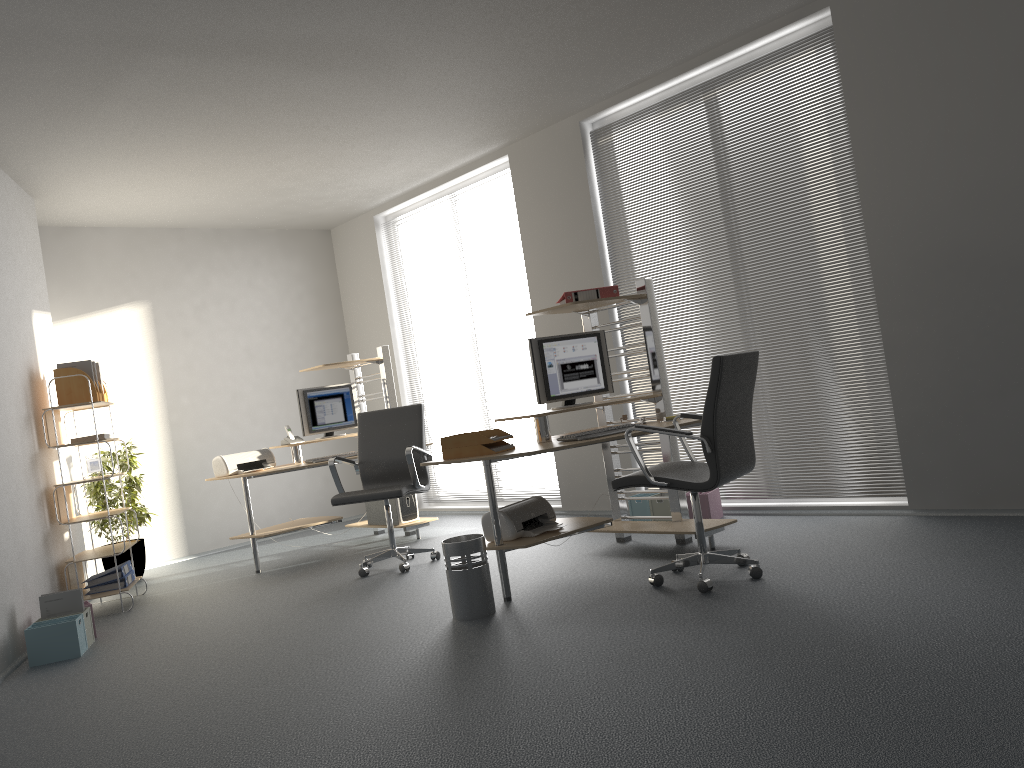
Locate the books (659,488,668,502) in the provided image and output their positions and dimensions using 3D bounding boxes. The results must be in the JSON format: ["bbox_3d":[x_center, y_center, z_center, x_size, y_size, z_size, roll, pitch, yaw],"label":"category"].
[{"bbox_3d":[1.081,0.766,5.974,0.220,0.306,0.068,-8,-1,-42],"label":"books"}]

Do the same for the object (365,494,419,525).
[{"bbox_3d":[-0.977,0.905,7.127,0.199,0.422,0.471,-8,-1,-42],"label":"object"}]

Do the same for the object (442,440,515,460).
[{"bbox_3d":[-0.173,0.336,4.603,0.309,0.060,0.225,-9,-1,27],"label":"object"}]

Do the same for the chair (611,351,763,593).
[{"bbox_3d":[0.871,0.414,4.261,0.652,1.048,0.584,-9,-1,34],"label":"chair"}]

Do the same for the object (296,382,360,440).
[{"bbox_3d":[-1.498,0.226,7.231,0.516,0.418,0.245,-8,-1,-27],"label":"object"}]

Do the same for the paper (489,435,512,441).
[{"bbox_3d":[-0.178,0.296,4.603,0.297,0.010,0.210,-9,-1,27],"label":"paper"}]

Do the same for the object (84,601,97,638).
[{"bbox_3d":[-2.536,1.381,5.077,0.245,0.202,0.185,-8,-1,-33],"label":"object"}]

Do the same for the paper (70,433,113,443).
[{"bbox_3d":[-2.891,0.379,6.109,0.213,0.046,0.297,-9,-1,-15],"label":"paper"}]

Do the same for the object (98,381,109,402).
[{"bbox_3d":[-2.977,0.029,6.195,0.243,0.259,0.113,-9,-1,-11],"label":"object"}]

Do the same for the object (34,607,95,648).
[{"bbox_3d":[-2.451,1.366,4.867,0.245,0.202,0.185,-9,-1,-15],"label":"object"}]

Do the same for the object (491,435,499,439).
[{"bbox_3d":[-0.090,0.274,4.555,0.008,0.009,0.159,-9,-1,12],"label":"object"}]

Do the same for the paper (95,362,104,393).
[{"bbox_3d":[-2.985,0.010,6.215,0.213,0.297,0.045,-9,-1,-11],"label":"paper"}]

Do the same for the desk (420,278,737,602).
[{"bbox_3d":[0.358,0.236,4.757,1.469,1.566,0.967,-8,-1,-42],"label":"desk"}]

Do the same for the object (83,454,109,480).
[{"bbox_3d":[-2.829,0.556,6.009,0.077,0.161,0.192,-9,-1,4],"label":"object"}]

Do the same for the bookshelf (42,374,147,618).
[{"bbox_3d":[-2.825,0.738,6.009,0.381,1.572,0.724,-9,-1,-14],"label":"bookshelf"}]

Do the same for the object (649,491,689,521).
[{"bbox_3d":[1.082,0.837,5.984,0.245,0.202,0.185,-8,-1,-42],"label":"object"}]

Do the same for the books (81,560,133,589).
[{"bbox_3d":[-2.734,1.285,5.992,0.263,0.100,0.320,-9,-1,-14],"label":"books"}]

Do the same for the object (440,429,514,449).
[{"bbox_3d":[-0.181,0.280,4.603,0.309,0.060,0.225,-9,-1,27],"label":"object"}]

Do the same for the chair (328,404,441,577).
[{"bbox_3d":[-0.843,0.694,5.896,0.584,1.048,0.652,-9,-1,14],"label":"chair"}]

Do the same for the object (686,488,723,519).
[{"bbox_3d":[1.251,0.810,5.835,0.185,0.202,0.245,-9,-1,30],"label":"object"}]

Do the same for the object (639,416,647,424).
[{"bbox_3d":[0.757,0.208,5.135,0.022,0.042,0.134,-9,-1,0],"label":"object"}]

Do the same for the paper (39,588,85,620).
[{"bbox_3d":[-2.465,1.297,4.882,0.220,0.306,0.068,-9,-1,-15],"label":"paper"}]

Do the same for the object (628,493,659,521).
[{"bbox_3d":[0.961,0.857,6.122,0.245,0.202,0.185,-8,-1,-42],"label":"object"}]

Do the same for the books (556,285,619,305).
[{"bbox_3d":[0.440,-0.509,5.225,0.320,0.072,0.262,-9,-1,-10],"label":"books"}]

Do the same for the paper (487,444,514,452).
[{"bbox_3d":[-0.170,0.348,4.602,0.297,0.019,0.210,-9,-1,27],"label":"paper"}]

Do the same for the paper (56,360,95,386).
[{"bbox_3d":[-2.929,-0.001,5.973,0.213,0.297,0.045,-9,-1,-17],"label":"paper"}]

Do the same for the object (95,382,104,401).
[{"bbox_3d":[-2.952,0.023,6.073,0.243,0.259,0.113,-9,-1,-14],"label":"object"}]

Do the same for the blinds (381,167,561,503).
[{"bbox_3d":[-0.415,-0.311,7.919,0.037,2.749,1.950,-8,-1,-42],"label":"blinds"}]

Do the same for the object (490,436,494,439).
[{"bbox_3d":[-0.104,0.276,4.581,0.008,0.009,0.159,-9,-1,3],"label":"object"}]

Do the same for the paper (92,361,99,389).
[{"bbox_3d":[-2.961,0.005,6.093,0.213,0.297,0.045,-9,-1,-14],"label":"paper"}]

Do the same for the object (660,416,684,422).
[{"bbox_3d":[0.901,0.192,5.001,0.132,0.026,0.132,-8,-1,-42],"label":"object"}]

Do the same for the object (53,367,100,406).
[{"bbox_3d":[-2.919,0.017,5.954,0.243,0.259,0.113,-9,-1,-17],"label":"object"}]

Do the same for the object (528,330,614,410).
[{"bbox_3d":[0.329,-0.076,5.168,0.516,0.418,0.245,-8,-1,-20],"label":"object"}]

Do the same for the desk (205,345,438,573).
[{"bbox_3d":[-1.481,0.541,6.838,1.469,1.566,0.967,-8,-1,-42],"label":"desk"}]

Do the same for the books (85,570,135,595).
[{"bbox_3d":[-2.716,1.338,5.993,0.262,0.072,0.320,-9,-1,-14],"label":"books"}]

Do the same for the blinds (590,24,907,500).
[{"bbox_3d":[1.430,-0.616,5.833,0.022,2.770,1.950,-8,-1,-42],"label":"blinds"}]

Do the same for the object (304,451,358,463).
[{"bbox_3d":[-1.472,0.603,6.973,0.478,0.082,0.814,-8,-1,-34],"label":"object"}]

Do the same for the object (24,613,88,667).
[{"bbox_3d":[-2.403,1.356,4.688,0.245,0.202,0.185,-9,-1,-15],"label":"object"}]

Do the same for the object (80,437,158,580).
[{"bbox_3d":[-3.132,1.017,7.106,0.544,1.147,0.644,-9,-1,-13],"label":"object"}]

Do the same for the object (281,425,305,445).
[{"bbox_3d":[-1.735,0.395,6.966,0.119,0.151,0.150,-9,-1,34],"label":"object"}]

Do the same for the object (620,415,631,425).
[{"bbox_3d":[0.652,0.213,5.142,0.054,0.064,0.159,-9,-1,15],"label":"object"}]

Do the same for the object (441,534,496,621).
[{"bbox_3d":[-0.207,0.926,4.247,0.208,0.377,0.208,-9,-1,2],"label":"object"}]

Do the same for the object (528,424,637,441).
[{"bbox_3d":[0.329,0.304,4.879,0.478,0.082,0.814,-8,-1,-34],"label":"object"}]

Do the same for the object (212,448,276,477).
[{"bbox_3d":[-1.983,0.585,6.712,0.351,0.162,0.438,-9,-1,40],"label":"object"}]

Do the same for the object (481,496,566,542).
[{"bbox_3d":[0.101,0.698,4.655,0.351,0.162,0.438,-9,-1,32],"label":"object"}]
